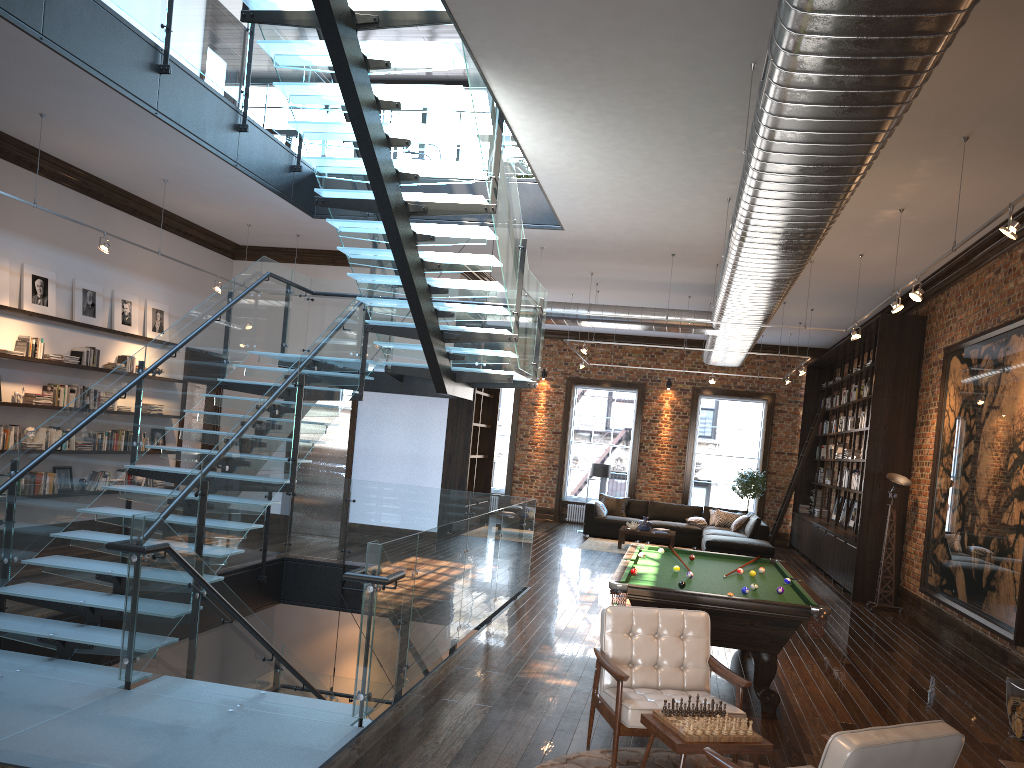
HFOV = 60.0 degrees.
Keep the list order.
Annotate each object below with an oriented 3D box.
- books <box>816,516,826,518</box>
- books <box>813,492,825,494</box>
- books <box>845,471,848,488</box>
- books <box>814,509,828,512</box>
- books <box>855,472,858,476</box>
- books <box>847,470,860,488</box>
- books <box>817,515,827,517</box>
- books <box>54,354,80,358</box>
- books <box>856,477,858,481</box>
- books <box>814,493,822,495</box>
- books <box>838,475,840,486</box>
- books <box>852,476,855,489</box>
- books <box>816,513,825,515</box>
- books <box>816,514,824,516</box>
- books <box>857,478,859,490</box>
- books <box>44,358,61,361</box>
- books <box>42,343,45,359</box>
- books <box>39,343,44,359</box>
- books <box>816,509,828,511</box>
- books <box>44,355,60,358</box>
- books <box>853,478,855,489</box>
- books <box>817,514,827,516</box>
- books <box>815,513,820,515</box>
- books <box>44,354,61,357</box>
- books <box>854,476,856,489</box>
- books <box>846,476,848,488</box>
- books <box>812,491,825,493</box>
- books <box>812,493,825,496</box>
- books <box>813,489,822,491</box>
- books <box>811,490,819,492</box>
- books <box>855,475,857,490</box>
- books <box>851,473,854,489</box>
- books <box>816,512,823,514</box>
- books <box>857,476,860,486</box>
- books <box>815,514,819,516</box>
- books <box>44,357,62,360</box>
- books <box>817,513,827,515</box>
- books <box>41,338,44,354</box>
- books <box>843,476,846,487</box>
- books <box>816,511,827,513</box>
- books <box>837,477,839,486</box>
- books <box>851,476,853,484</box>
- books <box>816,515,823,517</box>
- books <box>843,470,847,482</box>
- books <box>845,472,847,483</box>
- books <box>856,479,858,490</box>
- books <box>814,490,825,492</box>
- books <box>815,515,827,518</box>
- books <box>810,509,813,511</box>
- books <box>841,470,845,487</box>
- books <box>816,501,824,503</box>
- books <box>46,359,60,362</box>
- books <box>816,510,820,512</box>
[{"bbox_3d":[6.396,2.745,18.323,0.228,0.008,0.332,5,-4,7],"label":"books"},{"bbox_3d":[6.626,2.354,19.207,0.251,0.006,0.272,5,-4,10],"label":"books"},{"bbox_3d":[6.044,1.708,15.784,0.184,0.288,0.016,5,1,11],"label":"books"},{"bbox_3d":[6.404,2.615,18.322,0.226,0.007,0.373,5,-4,6],"label":"books"},{"bbox_3d":[5.952,1.668,15.245,0.131,0.291,0.016,5,1,11],"label":"books"},{"bbox_3d":[6.001,1.677,15.593,0.186,0.317,0.015,5,1,11],"label":"books"},{"bbox_3d":[6.410,2.723,18.320,0.228,0.008,0.329,5,-4,11],"label":"books"},{"bbox_3d":[-5.179,-0.323,10.312,0.142,0.011,0.258,4,-4,16],"label":"books"},{"bbox_3d":[5.856,1.671,14.850,0.174,0.218,0.027,5,1,11],"label":"books"},{"bbox_3d":[6.648,2.374,19.203,0.183,0.030,0.265,4,-4,16],"label":"books"},{"bbox_3d":[6.172,1.770,16.475,0.180,0.275,0.013,5,1,11],"label":"books"},{"bbox_3d":[5.936,1.700,15.222,0.153,0.221,0.034,5,1,11],"label":"books"},{"bbox_3d":[6.411,2.685,18.320,0.226,0.007,0.370,5,-4,12],"label":"books"},{"bbox_3d":[6.402,2.707,18.322,0.226,0.007,0.371,5,-4,8],"label":"books"},{"bbox_3d":[5.834,1.673,14.742,0.165,0.197,0.027,5,1,11],"label":"books"},{"bbox_3d":[-5.240,-0.281,10.032,0.155,0.015,0.211,5,-4,11],"label":"books"},{"bbox_3d":[-5.268,-0.369,9.875,0.128,0.182,0.012,5,1,11],"label":"books"},{"bbox_3d":[-5.272,-0.370,9.838,0.131,0.178,0.035,5,1,11],"label":"books"},{"bbox_3d":[6.415,2.608,18.320,0.226,0.007,0.370,4,-4,13],"label":"books"},{"bbox_3d":[-5.239,-0.310,10.030,0.125,0.014,0.214,5,-4,11],"label":"books"},{"bbox_3d":[5.929,1.706,15.155,0.158,0.201,0.028,5,1,11],"label":"books"},{"bbox_3d":[6.406,2.700,18.321,0.228,0.008,0.330,4,-4,13],"label":"books"},{"bbox_3d":[6.407,2.692,18.321,0.228,0.008,0.330,5,-4,9],"label":"books"},{"bbox_3d":[-5.237,-0.322,10.039,0.152,0.013,0.196,5,-4,11],"label":"books"},{"bbox_3d":[5.893,1.678,15.036,0.167,0.234,0.032,5,1,11],"label":"books"},{"bbox_3d":[6.000,1.713,15.627,0.186,0.251,0.050,5,1,11],"label":"books"},{"bbox_3d":[6.640,2.341,19.204,0.207,0.022,0.247,5,-4,6],"label":"books"},{"bbox_3d":[6.640,2.393,19.204,0.207,0.009,0.345,5,-4,9],"label":"books"},{"bbox_3d":[6.642,2.293,19.203,0.208,0.010,0.352,4,-4,15],"label":"books"},{"bbox_3d":[6.625,2.325,19.207,0.240,0.007,0.319,5,-4,7],"label":"books"},{"bbox_3d":[5.877,1.663,14.917,0.179,0.246,0.031,5,1,11],"label":"books"},{"bbox_3d":[5.948,1.681,15.282,0.158,0.270,0.032,5,1,11],"label":"books"},{"bbox_3d":[6.406,2.670,18.321,0.226,0.007,0.371,4,-4,14],"label":"books"},{"bbox_3d":[5.847,1.656,14.787,0.165,0.238,0.034,5,1,11],"label":"books"},{"bbox_3d":[6.408,2.715,18.321,0.228,0.008,0.329,5,-4,10],"label":"books"},{"bbox_3d":[-5.233,-0.294,10.045,0.159,0.014,0.184,5,-4,11],"label":"books"},{"bbox_3d":[6.411,2.678,18.320,0.228,0.008,0.329,5,-4,12],"label":"books"},{"bbox_3d":[-5.272,-0.396,9.863,0.119,0.233,0.014,5,1,11],"label":"books"},{"bbox_3d":[6.082,1.767,16.018,0.174,0.207,0.031,5,1,11],"label":"books"},{"bbox_3d":[6.403,2.639,18.322,0.228,0.008,0.333,4,-4,17],"label":"books"},{"bbox_3d":[6.207,1.821,16.627,0.178,0.205,0.068,5,1,11],"label":"books"},{"bbox_3d":[5.970,1.714,15.430,0.190,0.218,0.033,5,1,11],"label":"books"},{"bbox_3d":[6.407,2.730,18.321,0.226,0.007,0.370,5,-4,12],"label":"books"},{"bbox_3d":[6.118,1.724,16.113,0.169,0.312,0.039,5,1,11],"label":"books"},{"bbox_3d":[6.057,1.714,15.838,0.184,0.285,0.015,5,1,11],"label":"books"},{"bbox_3d":[5.844,1.685,14.822,0.174,0.184,0.034,5,1,11],"label":"books"},{"bbox_3d":[6.664,2.319,19.199,0.180,0.012,0.307,5,-4,10],"label":"books"},{"bbox_3d":[6.399,2.737,18.322,0.228,0.008,0.331,4,-4,14],"label":"books"},{"bbox_3d":[6.589,2.739,19.220,0.241,0.023,0.263,4,-4,15],"label":"books"},{"bbox_3d":[6.126,1.736,16.208,0.184,0.301,0.016,5,1,11],"label":"books"},{"bbox_3d":[6.638,2.548,19.205,0.188,0.012,0.322,5,-4,10],"label":"books"},{"bbox_3d":[-5.233,-0.268,10.038,0.118,0.008,0.197,5,-4,11],"label":"books"},{"bbox_3d":[6.413,2.631,18.320,0.228,0.008,0.330,4,-4,13],"label":"books"}]
